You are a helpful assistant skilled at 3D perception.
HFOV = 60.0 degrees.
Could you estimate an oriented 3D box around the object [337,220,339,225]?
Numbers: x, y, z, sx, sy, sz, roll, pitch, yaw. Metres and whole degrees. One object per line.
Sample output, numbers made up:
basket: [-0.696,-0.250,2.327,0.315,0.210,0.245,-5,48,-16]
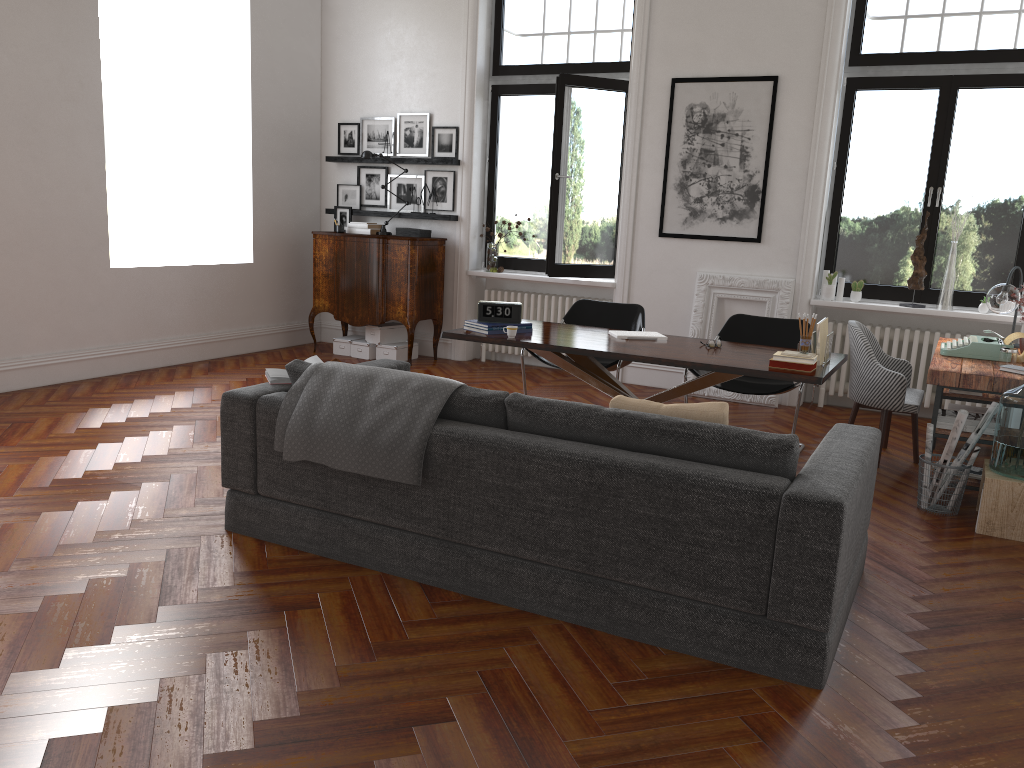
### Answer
object: [-1.702,-1.554,8.699,0.045,0.140,0.010,8,13,23]

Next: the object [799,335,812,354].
object: [1.543,-0.208,4.670,0.058,0.091,0.058,6,12,13]

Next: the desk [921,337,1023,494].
desk: [2.983,0.201,5.626,0.646,0.761,1.793,9,12,26]

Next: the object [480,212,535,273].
object: [-0.049,-1.387,8.649,0.542,0.602,0.316,2,12,-3]

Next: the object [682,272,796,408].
object: [1.905,-0.384,7.526,0.829,1.067,0.233,9,13,26]

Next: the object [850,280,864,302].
object: [2.832,-0.768,7.274,0.099,0.186,0.097,-7,15,-40]

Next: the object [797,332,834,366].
object: [1.675,-0.204,4.902,0.149,0.167,0.228,9,13,26]

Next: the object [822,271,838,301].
object: [2.601,-0.806,7.260,0.102,0.245,0.098,4,12,4]

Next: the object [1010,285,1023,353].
object: [3.372,-0.458,5.724,0.308,0.531,0.288,-1,12,-18]

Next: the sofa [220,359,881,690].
sofa: [0.149,0.380,3.946,2.641,0.832,1.258,8,12,26]

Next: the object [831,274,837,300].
object: [2.653,-0.802,7.332,0.051,0.214,0.051,-4,14,-28]

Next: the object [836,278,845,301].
object: [2.700,-0.778,7.286,0.051,0.189,0.051,-4,14,-28]

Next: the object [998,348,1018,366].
object: [2.891,-0.155,5.169,0.093,0.102,0.093,7,12,18]

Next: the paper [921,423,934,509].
paper: [2.275,0.453,4.856,0.033,0.481,0.073,-3,13,-26]

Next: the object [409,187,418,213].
object: [-0.969,-1.822,8.777,0.124,0.261,0.040,9,13,26]

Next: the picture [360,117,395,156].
picture: [-1.354,-2.488,8.920,0.415,0.369,0.020,9,13,26]

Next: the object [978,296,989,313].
object: [3.628,-0.612,6.810,0.072,0.135,0.072,-6,15,-37]

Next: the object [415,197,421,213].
object: [-0.923,-1.760,8.734,0.066,0.161,0.040,9,13,26]

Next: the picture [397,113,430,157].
picture: [-0.971,-2.453,8.727,0.369,0.410,0.020,9,13,26]

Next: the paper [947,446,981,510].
paper: [2.438,0.516,4.792,0.026,0.390,0.125,-7,16,-40]

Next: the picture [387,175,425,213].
picture: [-1.060,-1.903,8.876,0.433,0.366,0.020,8,13,26]

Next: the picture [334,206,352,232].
picture: [-1.733,-1.690,9.088,0.213,0.258,0.020,9,13,26]

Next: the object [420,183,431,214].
object: [-0.850,-1.825,8.724,0.118,0.300,0.040,9,13,26]

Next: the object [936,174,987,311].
object: [3.444,-1.085,6.797,0.295,1.058,0.289,10,14,29]

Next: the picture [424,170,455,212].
picture: [-0.714,-1.897,8.700,0.342,0.386,0.020,9,13,26]

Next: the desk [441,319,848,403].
desk: [0.769,0.121,5.417,2.223,0.754,1.027,8,13,26]

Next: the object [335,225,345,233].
object: [-1.684,-1.514,8.680,0.091,0.078,0.091,3,11,0]

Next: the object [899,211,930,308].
object: [3.201,-0.977,6.973,0.143,0.757,0.164,-2,13,-21]

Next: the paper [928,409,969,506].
paper: [2.300,0.406,4.709,0.047,0.612,0.328,4,12,7]

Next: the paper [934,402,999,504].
paper: [2.458,0.390,4.835,0.293,0.629,0.047,7,13,19]

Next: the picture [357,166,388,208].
picture: [-1.425,-2.012,9.046,0.373,0.408,0.020,9,13,26]

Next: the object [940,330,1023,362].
object: [2.974,-0.260,5.585,0.484,0.149,0.533,8,12,25]

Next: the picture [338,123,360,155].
picture: [-1.671,-2.508,9.081,0.266,0.316,0.020,9,13,26]

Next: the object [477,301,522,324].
object: [-0.076,-0.443,5.486,0.275,0.126,0.081,3,12,0]

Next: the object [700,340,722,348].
object: [1.206,-0.247,5.325,0.114,0.047,0.132,1,11,-10]

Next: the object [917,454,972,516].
object: [2.344,0.562,4.843,0.261,0.306,0.259,1,12,-9]

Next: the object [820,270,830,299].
object: [2.604,-0.826,7.376,0.051,0.239,0.051,-4,14,-28]

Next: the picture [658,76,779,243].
picture: [1.714,-1.882,7.451,0.881,1.329,0.035,9,13,26]

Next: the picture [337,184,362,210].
picture: [-1.685,-1.932,9.168,0.299,0.254,0.020,8,13,26]

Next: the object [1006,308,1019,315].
object: [3.818,-0.584,6.812,0.134,0.098,0.132,2,11,-3]

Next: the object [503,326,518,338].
object: [-0.006,-0.312,5.293,0.064,0.065,0.082,-8,15,-42]

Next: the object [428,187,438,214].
object: [-0.777,-1.802,8.722,0.110,0.263,0.040,9,13,26]

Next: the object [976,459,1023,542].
object: [2.620,0.615,4.600,0.341,0.318,0.433,9,13,26]

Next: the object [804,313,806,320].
object: [1.544,-0.278,4.684,0.008,0.194,0.049,2,12,-4]

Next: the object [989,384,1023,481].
object: [2.666,-0.512,4.171,0.353,2.067,0.804,4,12,7]

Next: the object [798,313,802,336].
object: [1.522,-0.276,4.669,0.049,0.194,0.008,10,14,30]

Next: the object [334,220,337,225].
object: [-1.718,-1.558,8.680,0.050,0.120,0.010,9,14,28]

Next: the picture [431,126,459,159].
picture: [-0.650,-2.334,8.583,0.289,0.305,0.020,9,13,26]
